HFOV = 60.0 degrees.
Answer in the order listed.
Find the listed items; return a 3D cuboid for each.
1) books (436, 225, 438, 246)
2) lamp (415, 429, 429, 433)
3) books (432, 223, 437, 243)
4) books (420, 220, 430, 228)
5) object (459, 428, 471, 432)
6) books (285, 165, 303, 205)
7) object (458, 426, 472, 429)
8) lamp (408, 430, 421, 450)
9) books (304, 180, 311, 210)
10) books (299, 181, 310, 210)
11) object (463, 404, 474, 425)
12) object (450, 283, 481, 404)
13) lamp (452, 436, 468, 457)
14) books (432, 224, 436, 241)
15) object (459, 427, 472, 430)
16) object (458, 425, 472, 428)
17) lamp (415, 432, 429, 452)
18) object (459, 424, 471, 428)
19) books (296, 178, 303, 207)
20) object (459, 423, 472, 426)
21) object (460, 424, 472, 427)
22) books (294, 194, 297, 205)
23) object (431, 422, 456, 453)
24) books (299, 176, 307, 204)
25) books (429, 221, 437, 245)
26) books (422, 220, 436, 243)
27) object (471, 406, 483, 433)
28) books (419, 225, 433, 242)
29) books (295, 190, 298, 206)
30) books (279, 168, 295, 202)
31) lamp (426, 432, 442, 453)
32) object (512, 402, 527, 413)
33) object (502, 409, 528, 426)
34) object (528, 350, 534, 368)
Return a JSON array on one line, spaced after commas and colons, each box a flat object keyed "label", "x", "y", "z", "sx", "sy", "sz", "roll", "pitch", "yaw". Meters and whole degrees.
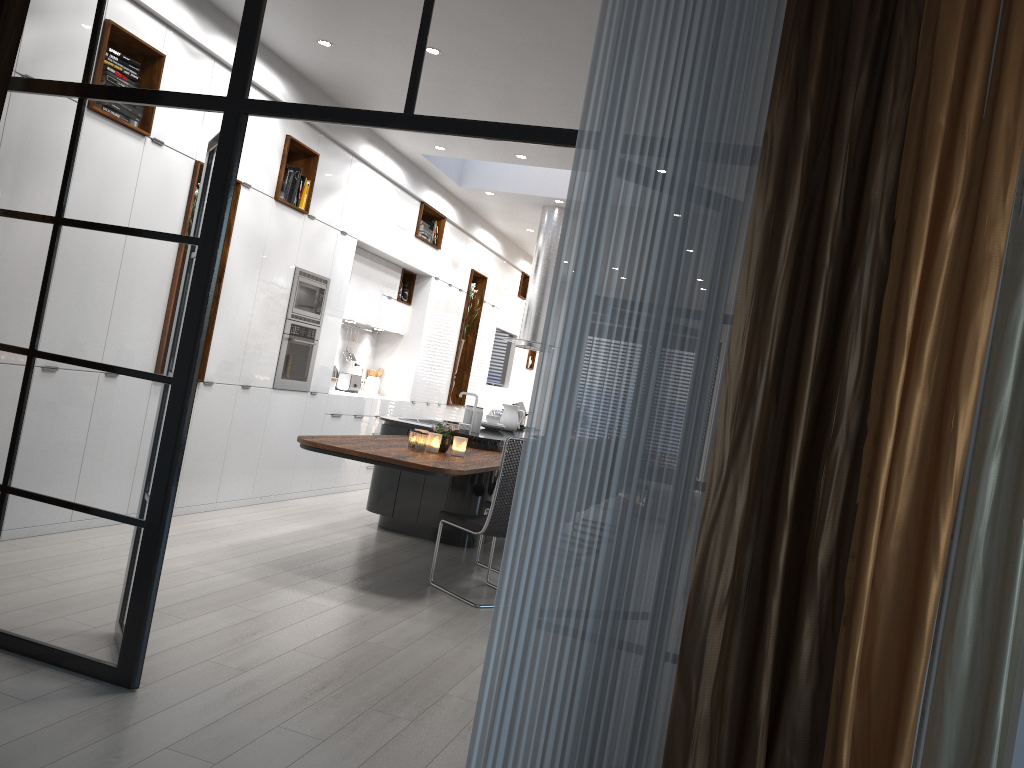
[{"label": "books", "x": -0.934, "y": -1.682, "z": 10.053, "sx": 0.211, "sy": 0.267, "sz": 0.025, "roll": 10, "pitch": -2, "yaw": 16}, {"label": "lamp", "x": -0.608, "y": 0.367, "z": 5.877, "sx": 0.096, "sy": 0.124, "sz": 0.095, "roll": 9, "pitch": -2, "yaw": 33}, {"label": "books", "x": -0.973, "y": -1.692, "z": 9.951, "sx": 0.217, "sy": 0.272, "sz": 0.030, "roll": 10, "pitch": -2, "yaw": 16}, {"label": "books", "x": -1.057, "y": -1.751, "z": 9.681, "sx": 0.251, "sy": 0.047, "sz": 0.306, "roll": 10, "pitch": 0, "yaw": 12}, {"label": "object", "x": -0.382, "y": 0.373, "z": 7.145, "sx": 0.111, "sy": 0.023, "sz": 0.111, "roll": 10, "pitch": 0, "yaw": 28}, {"label": "books", "x": -1.802, "y": -1.579, "z": 6.999, "sx": 0.269, "sy": 0.321, "sz": 0.047, "roll": 10, "pitch": -2, "yaw": 16}, {"label": "object", "x": -0.379, "y": 0.360, "z": 7.145, "sx": 0.111, "sy": 0.023, "sz": 0.111, "roll": 10, "pitch": 0, "yaw": 28}, {"label": "lamp", "x": -0.635, "y": 0.364, "z": 5.774, "sx": 0.078, "sy": 0.120, "sz": 0.078, "roll": 10, "pitch": -1, "yaw": -1}, {"label": "books", "x": -1.748, "y": -1.537, "z": 7.193, "sx": 0.212, "sy": 0.264, "sz": 0.024, "roll": 10, "pitch": -2, "yaw": 16}, {"label": "books", "x": -1.744, "y": -1.526, "z": 7.161, "sx": 0.184, "sy": 0.245, "sz": 0.033, "roll": 10, "pitch": -2, "yaw": 16}, {"label": "object", "x": -0.363, "y": 0.278, "z": 7.297, "sx": 0.071, "sy": 0.219, "sz": 0.071, "roll": 11, "pitch": -2, "yaw": -20}, {"label": "object", "x": -0.672, "y": -0.543, "z": 11.519, "sx": 0.323, "sy": 1.616, "sz": 0.322, "roll": 9, "pitch": -2, "yaw": 42}, {"label": "lamp", "x": -0.347, "y": 0.414, "z": 5.847, "sx": 0.095, "sy": 0.124, "sz": 0.096, "roll": 11, "pitch": -2, "yaw": -41}, {"label": "books", "x": -0.964, "y": -1.684, "z": 9.919, "sx": 0.194, "sy": 0.273, "sz": 0.025, "roll": 10, "pitch": -2, "yaw": 16}, {"label": "object", "x": -0.381, "y": 0.366, "z": 7.145, "sx": 0.111, "sy": 0.023, "sz": 0.111, "roll": 10, "pitch": 0, "yaw": 28}, {"label": "object", "x": -0.378, "y": 0.354, "z": 7.145, "sx": 0.111, "sy": 0.023, "sz": 0.111, "roll": 10, "pitch": 0, "yaw": 28}, {"label": "lamp", "x": -0.583, "y": 0.373, "z": 5.692, "sx": 0.078, "sy": 0.120, "sz": 0.078, "roll": 10, "pitch": -1, "yaw": -1}, {"label": "object", "x": -0.377, "y": 0.347, "z": 7.145, "sx": 0.111, "sy": 0.023, "sz": 0.111, "roll": 10, "pitch": 0, "yaw": 28}, {"label": "books", "x": -1.781, "y": -1.533, "z": 7.111, "sx": 0.191, "sy": 0.254, "sz": 0.025, "roll": 10, "pitch": -2, "yaw": 16}, {"label": "object", "x": -0.375, "y": 0.334, "z": 7.146, "sx": 0.111, "sy": 0.023, "sz": 0.111, "roll": 10, "pitch": 0, "yaw": 28}, {"label": "object", "x": -0.376, "y": 0.341, "z": 7.146, "sx": 0.111, "sy": 0.023, "sz": 0.111, "roll": 10, "pitch": 0, "yaw": 28}, {"label": "books", "x": -1.802, "y": -1.555, "z": 7.037, "sx": 0.231, "sy": 0.296, "sz": 0.030, "roll": 10, "pitch": -2, "yaw": 16}, {"label": "object", "x": -0.460, "y": 0.352, "z": 5.906, "sx": 0.151, "sy": 0.206, "sz": 0.157, "roll": 9, "pitch": -2, "yaw": 33}, {"label": "books", "x": -1.780, "y": -1.560, "z": 7.141, "sx": 0.239, "sy": 0.288, "sz": 0.030, "roll": 10, "pitch": -2, "yaw": 16}, {"label": "books", "x": -0.957, "y": -1.692, "z": 9.979, "sx": 0.253, "sy": 0.312, "sz": 0.030, "roll": 10, "pitch": -2, "yaw": 16}, {"label": "books", "x": -0.969, "y": -1.686, "z": 9.895, "sx": 0.197, "sy": 0.269, "sz": 0.025, "roll": 10, "pitch": -2, "yaw": 16}, {"label": "object", "x": -0.282, "y": 0.292, "z": 7.284, "sx": 0.071, "sy": 0.219, "sz": 0.070, "roll": 9, "pitch": -2, "yaw": 42}, {"label": "books", "x": -1.048, "y": -1.655, "z": 9.693, "sx": 0.279, "sy": 0.137, "sz": 0.345, "roll": 10, "pitch": -1, "yaw": 11}, {"label": "books", "x": -1.811, "y": -1.556, "z": 7.092, "sx": 0.231, "sy": 0.296, "sz": 0.030, "roll": 10, "pitch": -2, "yaw": 16}, {"label": "books", "x": -1.833, "y": -1.562, "z": 6.926, "sx": 0.236, "sy": 0.278, "sz": 0.106, "roll": 10, "pitch": -2, "yaw": 16}, {"label": "lamp", "x": -0.511, "y": 0.384, "z": 5.775, "sx": 0.095, "sy": 0.124, "sz": 0.095, "roll": 10, "pitch": -1, "yaw": 9}, {"label": "object", "x": 0.037, "y": 0.290, "z": 9.830, "sx": 0.255, "sy": 0.212, "sz": 0.249, "roll": 11, "pitch": -1, "yaw": -39}, {"label": "object", "x": 0.030, "y": 0.376, "z": 9.828, "sx": 0.252, "sy": 0.147, "sz": 0.266, "roll": 11, "pitch": -1, "yaw": -31}, {"label": "object", "x": 0.337, "y": -0.575, "z": 14.797, "sx": 0.481, "sy": 0.627, "sz": 0.314, "roll": 10, "pitch": -2, "yaw": 7}]
